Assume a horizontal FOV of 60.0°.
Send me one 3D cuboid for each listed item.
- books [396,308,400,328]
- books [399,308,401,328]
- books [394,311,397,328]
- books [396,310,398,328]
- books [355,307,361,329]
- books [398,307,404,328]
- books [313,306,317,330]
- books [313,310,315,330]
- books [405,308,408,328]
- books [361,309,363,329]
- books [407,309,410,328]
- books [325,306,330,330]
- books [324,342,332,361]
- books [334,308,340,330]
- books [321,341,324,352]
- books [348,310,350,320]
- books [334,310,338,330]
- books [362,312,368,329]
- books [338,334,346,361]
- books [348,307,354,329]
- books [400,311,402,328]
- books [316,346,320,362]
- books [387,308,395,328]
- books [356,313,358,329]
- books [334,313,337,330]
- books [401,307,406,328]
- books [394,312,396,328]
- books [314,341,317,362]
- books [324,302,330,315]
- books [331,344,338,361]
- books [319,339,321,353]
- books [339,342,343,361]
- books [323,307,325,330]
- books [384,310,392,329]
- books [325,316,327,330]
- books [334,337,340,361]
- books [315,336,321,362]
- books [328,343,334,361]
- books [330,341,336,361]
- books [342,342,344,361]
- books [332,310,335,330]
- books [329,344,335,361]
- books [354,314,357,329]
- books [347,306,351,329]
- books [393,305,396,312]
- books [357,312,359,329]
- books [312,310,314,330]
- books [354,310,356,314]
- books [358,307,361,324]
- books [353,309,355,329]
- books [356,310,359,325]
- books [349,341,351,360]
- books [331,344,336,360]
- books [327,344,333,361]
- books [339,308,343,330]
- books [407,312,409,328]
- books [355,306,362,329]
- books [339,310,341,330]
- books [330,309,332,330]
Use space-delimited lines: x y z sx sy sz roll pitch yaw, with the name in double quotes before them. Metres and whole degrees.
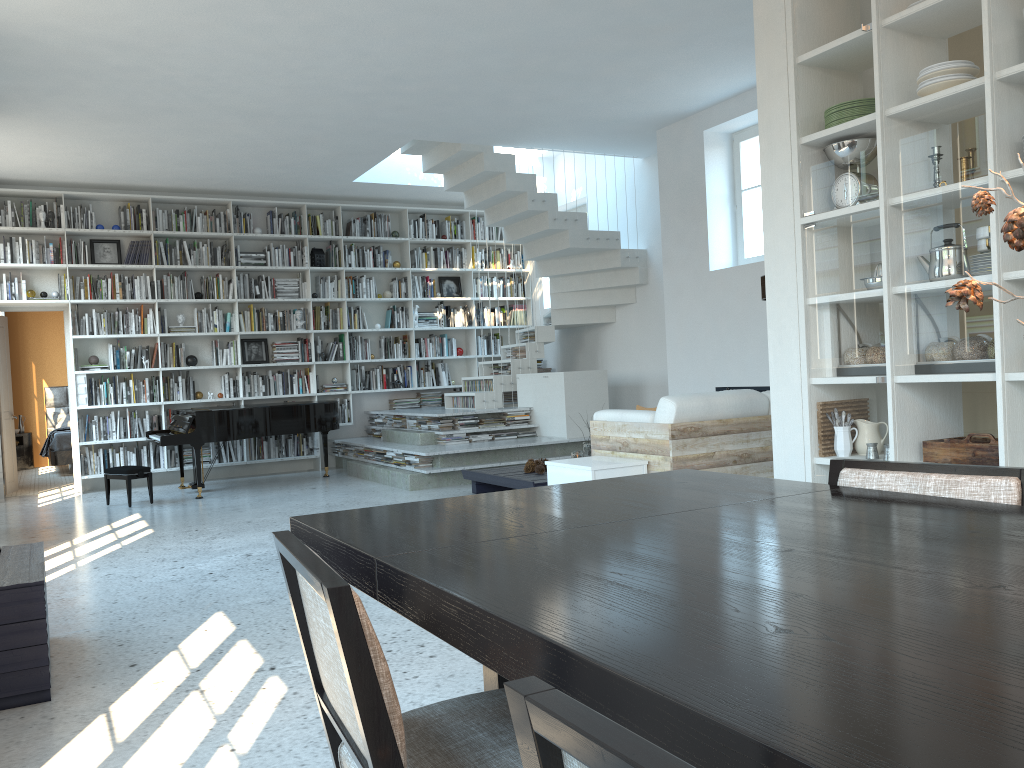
"books" -1.438 -0.810 11.008 0.018 0.263 0.165 -4 1 -28
"books" -1.424 -0.809 11.017 0.015 0.259 0.152 -4 1 -28
"books" -1.467 -0.786 10.990 0.013 0.219 0.187 -4 1 -28
"books" -1.455 -0.793 11.016 0.007 0.230 0.146 -4 1 -28
"books" -1.875 -0.788 10.777 0.006 0.270 0.178 -4 1 -28
"books" -1.399 -0.818 11.039 0.032 0.275 0.154 -4 1 -28
"books" -2.339 -0.773 10.530 0.035 0.293 0.145 -4 1 -28
"books" -2.376 -0.748 10.540 0.013 0.247 0.176 -4 1 -28
"books" -1.337 -0.810 11.051 0.011 0.253 0.169 -4 1 -28
"books" -1.848 -0.782 10.806 0.007 0.254 0.161 -4 1 -28
"books" -1.310 -0.809 11.072 0.010 0.245 0.158 -4 1 -28
"books" -2.209 -0.780 10.581 0.019 0.293 0.182 -4 1 -28
"books" -2.210 -0.377 10.585 0.095 0.228 0.190 -4 1 -28
"books" -2.104 -0.773 10.659 0.032 0.266 0.143 -4 1 -28
"books" -2.281 -0.386 10.577 0.035 0.248 0.141 -4 1 -28
"books" -1.991 -0.769 10.733 0.007 0.244 0.145 -4 1 -28
"books" -2.127 -0.758 10.653 0.028 0.239 0.145 -4 1 -28
"books" -1.808 -0.761 10.797 0.051 0.210 0.176 -4 1 -28
"books" -2.048 -0.438 10.682 0.014 0.325 0.182 -4 1 -28
"books" -1.955 -0.788 10.713 0.013 0.279 0.191 -4 1 -28
"books" -1.407 -0.792 11.017 0.012 0.224 0.178 -4 1 -28
"books" -2.318 -0.356 10.529 0.027 0.192 0.182 -4 1 -28
"books" -1.498 -0.807 10.981 0.021 0.264 0.174 -4 1 -28
"books" -1.906 -0.756 10.766 0.014 0.209 0.156 -4 1 -28
"books" -2.139 -0.740 10.624 0.034 0.204 0.181 -4 1 -28
"books" -1.369 -0.819 11.030 0.012 0.273 0.183 -4 1 -28
"books" -1.475 -0.781 10.986 0.006 0.210 0.188 -4 1 -28
"books" -2.353 -0.384 10.533 0.028 0.253 0.142 -4 1 -28
"books" -2.207 -0.803 10.603 0.021 0.338 0.169 -4 1 -28
"books" -2.150 -0.369 10.636 0.091 0.205 0.169 -4 1 -28
"books" -2.302 -0.394 10.565 0.012 0.266 0.157 -4 1 -28
"books" -2.079 -0.385 10.655 0.029 0.223 0.171 -4 1 -28
"books" -2.265 -0.770 10.593 0.035 0.278 0.139 -4 1 -28
"books" -1.533 -0.792 10.970 0.056 0.241 0.153 -4 1 -28
"books" -2.242 -0.723 10.608 0.030 0.181 0.131 -4 1 -28
"books" -2.109 -0.415 10.663 0.013 0.286 0.138 -4 1 -28
"books" -2.310 -0.414 10.551 0.013 0.307 0.141 -4 1 -28
"books" -2.192 -0.377 10.623 0.095 0.226 0.144 -4 1 -28
"books" -2.166 -0.386 10.629 0.094 0.238 0.149 -4 1 -28
"books" -2.062 -0.388 10.677 0.021 0.226 0.148 -4 1 -28
"books" -2.158 -0.757 10.605 0.027 0.242 0.188 -4 1 -28
"books" -2.180 -0.371 10.624 0.090 0.212 0.143 -4 1 -28
"books" -1.914 -0.747 10.732 0.017 0.192 0.191 -4 1 -28
"books" -2.001 -0.790 10.705 0.035 0.288 0.191 -4 1 -28
"books" -1.465 -0.825 11.010 0.013 0.295 0.154 -4 1 -28
"books" -1.893 -0.758 10.764 0.007 0.212 0.158 -4 1 -28
"books" -2.384 -0.746 10.522 0.014 0.244 0.145 -4 1 -28
"books" -1.916 -0.772 10.760 0.008 0.242 0.169 -4 1 -28
"books" -1.873 -0.790 10.784 0.006 0.274 0.167 -4 1 -28
"books" -1.943 -0.777 10.751 0.013 0.256 0.144 -4 1 -28
"books" -1.889 -0.774 10.780 0.017 0.243 0.132 -4 1 -28
"books" -1.986 -0.399 10.737 0.011 0.239 0.136 -4 1 -28
"books" -2.166 -0.374 10.640 0.090 0.215 0.139 -4 1 -28
"books" -2.196 -0.369 10.597 0.089 0.210 0.175 -4 1 -28
"books" -2.076 -0.776 10.688 0.033 0.269 0.141 -4 1 -28
"books" -1.328 -0.791 11.073 0.023 0.212 0.164 -4 1 -28
"books" -1.865 -0.798 10.789 0.013 0.287 0.159 -4 1 -28
"books" -2.094 -0.765 10.681 0.019 0.248 0.149 -4 1 -28
"books" -2.191 -0.761 10.616 0.033 0.253 0.174 -4 1 -28
